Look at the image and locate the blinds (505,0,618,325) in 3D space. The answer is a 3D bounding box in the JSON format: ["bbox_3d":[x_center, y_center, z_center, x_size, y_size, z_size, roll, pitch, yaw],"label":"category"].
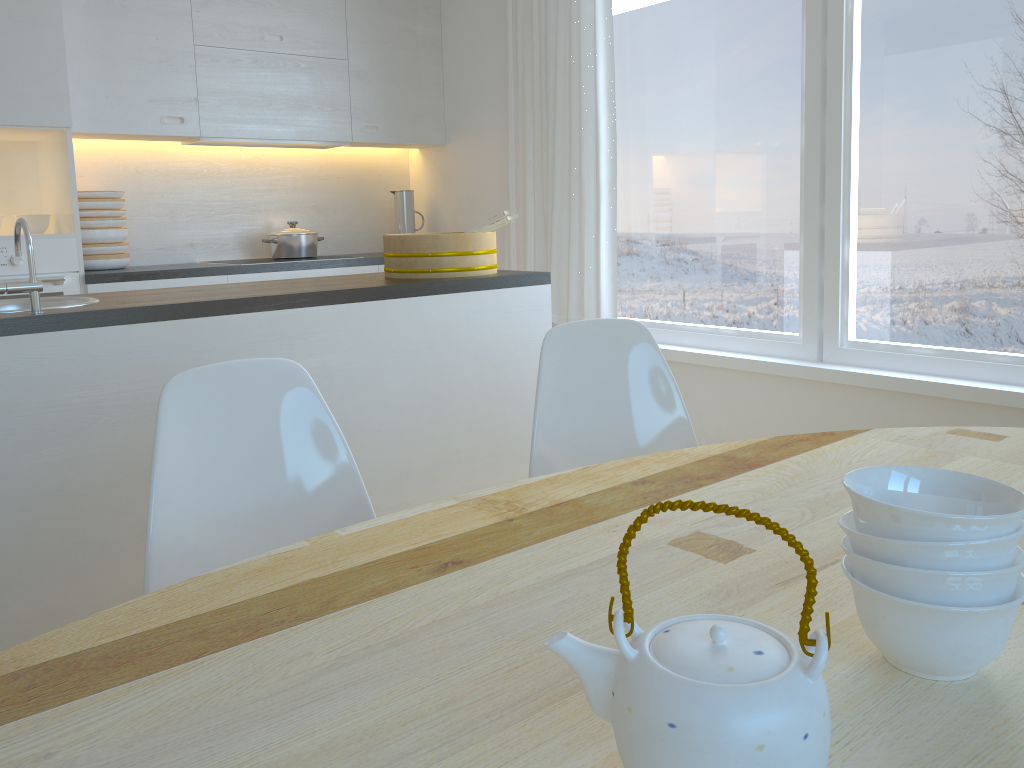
[{"bbox_3d":[0.172,-1.354,4.194,0.150,2.142,0.798,-8,10,-39],"label":"blinds"}]

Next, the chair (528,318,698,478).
[{"bbox_3d":[0.287,0.339,1.803,0.430,0.894,0.527,-5,9,-19],"label":"chair"}]

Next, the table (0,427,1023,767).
[{"bbox_3d":[0.257,0.606,0.855,2.200,0.719,1.199,-11,13,-40],"label":"table"}]

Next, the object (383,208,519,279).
[{"bbox_3d":[-0.215,-0.473,2.955,0.430,0.212,0.382,-4,10,-11],"label":"object"}]

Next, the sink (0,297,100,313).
[{"bbox_3d":[-1.251,-0.122,2.221,0.404,0.155,0.408,-1,10,2],"label":"sink"}]

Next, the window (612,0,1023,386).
[{"bbox_3d":[1.186,-1.034,3.304,0.089,1.902,2.739,-8,11,-39],"label":"window"}]

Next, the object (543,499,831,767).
[{"bbox_3d":[0.132,0.181,0.621,0.148,0.210,0.178,-9,11,-39],"label":"object"}]

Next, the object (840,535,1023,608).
[{"bbox_3d":[0.373,0.183,0.791,0.152,0.092,0.152,-2,10,0],"label":"object"}]

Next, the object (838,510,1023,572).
[{"bbox_3d":[0.371,0.159,0.791,0.152,0.095,0.152,-6,10,-22],"label":"object"}]

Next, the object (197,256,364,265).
[{"bbox_3d":[-1.190,-0.633,4.541,0.657,0.013,0.564,-10,14,-39],"label":"object"}]

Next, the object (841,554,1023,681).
[{"bbox_3d":[0.374,0.207,0.790,0.152,0.082,0.153,-2,10,0],"label":"object"}]

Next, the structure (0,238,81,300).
[{"bbox_3d":[-2.006,-0.269,3.516,0.563,0.591,0.049,-9,10,-39],"label":"structure"}]

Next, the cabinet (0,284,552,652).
[{"bbox_3d":[-0.974,0.252,2.445,2.412,0.902,0.603,-10,12,-39],"label":"cabinet"}]

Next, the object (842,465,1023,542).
[{"bbox_3d":[0.373,0.132,0.786,0.152,0.086,0.153,-4,10,-11],"label":"object"}]

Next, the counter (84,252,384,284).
[{"bbox_3d":[-1.190,-0.614,4.538,2.010,0.040,0.603,-10,14,-39],"label":"counter"}]

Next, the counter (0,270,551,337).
[{"bbox_3d":[-0.988,-0.215,2.386,2.412,0.040,0.603,-10,14,-39],"label":"counter"}]

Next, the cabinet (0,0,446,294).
[{"bbox_3d":[-1.623,-0.836,4.074,3.216,2.282,0.483,-10,11,-39],"label":"cabinet"}]

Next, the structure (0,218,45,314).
[{"bbox_3d":[-1.145,-0.270,2.021,0.097,0.213,0.163,-8,11,-38],"label":"structure"}]
